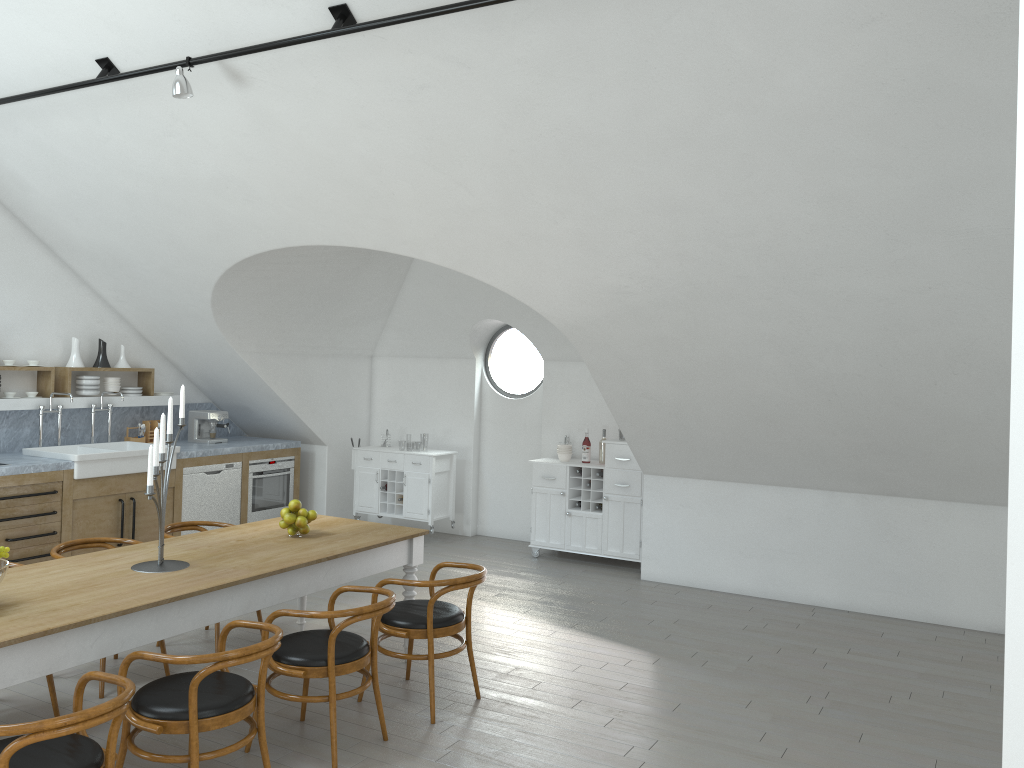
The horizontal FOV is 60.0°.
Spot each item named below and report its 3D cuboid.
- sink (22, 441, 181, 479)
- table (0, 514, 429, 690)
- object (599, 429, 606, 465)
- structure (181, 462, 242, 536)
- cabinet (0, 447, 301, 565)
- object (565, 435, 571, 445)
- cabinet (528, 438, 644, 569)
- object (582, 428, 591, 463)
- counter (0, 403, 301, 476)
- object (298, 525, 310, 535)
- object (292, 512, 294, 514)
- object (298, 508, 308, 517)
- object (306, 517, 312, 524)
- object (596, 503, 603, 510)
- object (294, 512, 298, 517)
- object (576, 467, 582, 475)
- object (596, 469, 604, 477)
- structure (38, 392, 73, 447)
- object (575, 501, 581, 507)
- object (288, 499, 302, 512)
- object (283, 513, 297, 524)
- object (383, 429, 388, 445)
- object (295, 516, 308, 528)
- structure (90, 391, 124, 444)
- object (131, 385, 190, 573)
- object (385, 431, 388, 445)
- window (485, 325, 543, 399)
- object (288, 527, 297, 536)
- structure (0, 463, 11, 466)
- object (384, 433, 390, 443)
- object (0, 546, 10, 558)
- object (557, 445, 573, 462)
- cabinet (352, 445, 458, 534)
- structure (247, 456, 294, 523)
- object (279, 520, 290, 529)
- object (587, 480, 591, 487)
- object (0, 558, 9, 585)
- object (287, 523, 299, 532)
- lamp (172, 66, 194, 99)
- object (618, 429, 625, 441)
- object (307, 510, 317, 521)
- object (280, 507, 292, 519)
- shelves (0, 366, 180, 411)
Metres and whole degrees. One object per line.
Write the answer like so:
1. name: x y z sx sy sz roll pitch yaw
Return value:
1. sink: -3.502 0.645 7.604 0.727 0.202 1.020 2 1 29
2. table: -1.778 1.281 4.203 1.019 0.799 3.348 2 1 29
3. object: 0.862 0.590 8.319 0.085 0.331 0.085 2 0 -12
4. structure: -3.048 1.152 8.403 0.599 0.823 0.724 2 0 29
5. cabinet: -4.195 1.171 6.690 1.004 1.022 6.426 2 1 29
6. object: 0.527 0.612 8.741 0.115 0.209 0.065 2 0 32
7. cabinet: 0.795 1.086 8.378 1.243 1.154 0.609 2 0 29
8. object: 0.708 0.585 8.413 0.081 0.330 0.081 1 0 25
9. counter: -4.155 0.350 6.772 0.962 0.620 6.573 2 1 29
10. object: -1.195 0.834 5.099 0.063 0.063 0.064 2 0 40
11. object: -1.268 0.729 5.173 0.062 0.059 0.062 2 0 30
12. object: -1.198 0.740 5.076 0.058 0.057 0.053 2 0 44
13. object: -1.195 0.778 5.151 0.076 0.076 0.077 2 0 -4
14. object: 0.860 1.134 8.273 0.081 0.081 0.358 2 1 27
15. object: -1.236 0.746 5.133 0.053 0.051 0.053 2 0 0
16. object: 0.693 0.818 8.378 0.093 0.094 0.359 2 1 30
17. object: 0.870 0.830 8.269 0.087 0.085 0.360 2 1 29
18. structure: -3.840 0.334 7.564 0.332 0.530 0.214 2 0 10
19. object: 0.712 1.125 8.364 0.156 0.085 0.331 2 1 30
20. object: -1.247 0.699 5.096 0.072 0.074 0.072 2 0 29
21. object: -1.260 0.764 5.030 0.071 0.064 0.072 2 0 23
22. object: -1.362 0.576 9.553 0.039 0.175 0.054 1 0 29
23. object: -1.199 0.786 5.043 0.071 0.072 0.070 2 0 -6
24. structure: -3.601 0.332 7.990 0.332 0.530 0.214 2 0 10
25. object: -1.682 0.446 4.361 0.265 0.875 0.775 2 0 3
26. object: -1.342 0.579 9.524 0.039 0.164 0.024 1 -1 42
27. window: 0.071 -0.246 9.357 0.900 0.900 0.060 2 0 29
28. object: -1.256 0.841 5.062 0.050 0.050 0.051 2 0 33
29. structure: -4.227 0.618 6.514 0.647 0.041 0.737 2 1 29
30. object: -1.351 0.592 9.549 0.097 0.137 0.029 2 0 33
31. object: -2.195 0.745 3.507 0.393 0.284 0.292 2 0 -7
32. object: 0.503 0.662 8.496 0.158 0.160 0.154 1 0 -33
33. cabinet: -1.155 1.081 9.253 1.135 0.789 0.496 2 0 29
34. structure: -2.673 1.053 9.061 0.631 0.636 0.632 2 0 29
35. object: -1.301 0.800 5.067 0.060 0.056 0.059 2 0 24
36. object: 0.781 0.932 8.333 0.085 0.085 0.331 2 1 29
37. object: -2.212 0.807 3.532 0.360 0.159 0.360 2 1 10
38. object: -1.263 0.825 5.130 0.080 0.074 0.078 1 0 -16
39. lamp: -1.871 -1.717 5.044 0.112 0.175 0.114 2 0 -8
40. object: 1.012 0.471 8.122 0.082 0.105 0.082 2 0 -22
41. object: -1.154 0.757 5.110 0.063 0.063 0.062 2 0 -8
42. object: -1.297 0.745 5.092 0.066 0.071 0.072 2 0 -1
43. shelves: -4.576 -0.458 6.445 0.480 1.362 5.548 1 1 24
